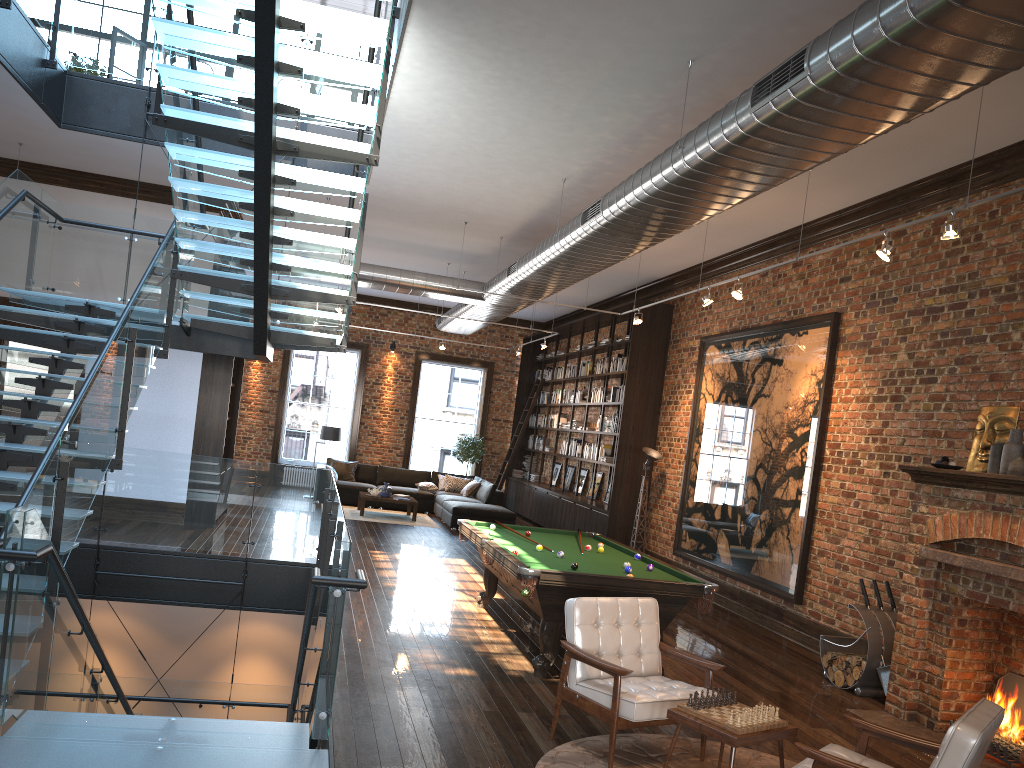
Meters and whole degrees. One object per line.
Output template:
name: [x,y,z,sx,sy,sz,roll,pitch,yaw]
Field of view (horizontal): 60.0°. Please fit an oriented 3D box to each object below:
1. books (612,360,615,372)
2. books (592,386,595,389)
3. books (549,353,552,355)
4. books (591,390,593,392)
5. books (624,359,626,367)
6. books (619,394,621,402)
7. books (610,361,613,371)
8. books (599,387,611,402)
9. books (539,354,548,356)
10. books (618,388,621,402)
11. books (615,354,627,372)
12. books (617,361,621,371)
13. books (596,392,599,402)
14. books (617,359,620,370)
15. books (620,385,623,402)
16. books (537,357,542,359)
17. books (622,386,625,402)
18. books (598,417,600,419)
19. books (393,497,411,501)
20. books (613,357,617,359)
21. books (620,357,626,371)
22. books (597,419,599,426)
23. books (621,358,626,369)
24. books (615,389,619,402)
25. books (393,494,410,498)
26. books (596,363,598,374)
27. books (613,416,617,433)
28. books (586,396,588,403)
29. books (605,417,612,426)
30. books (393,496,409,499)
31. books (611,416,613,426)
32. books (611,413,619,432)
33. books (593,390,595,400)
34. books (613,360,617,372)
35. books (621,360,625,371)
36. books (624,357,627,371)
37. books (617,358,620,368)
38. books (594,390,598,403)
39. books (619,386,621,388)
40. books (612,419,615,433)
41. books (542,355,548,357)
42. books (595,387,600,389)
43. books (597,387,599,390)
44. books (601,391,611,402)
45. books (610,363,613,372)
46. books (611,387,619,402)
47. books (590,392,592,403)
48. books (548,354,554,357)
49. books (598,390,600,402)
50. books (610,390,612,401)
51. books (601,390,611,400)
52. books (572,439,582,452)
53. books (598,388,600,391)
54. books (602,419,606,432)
books: [1.811,-0.287,15.177,0.185,0.242,0.030,7,2,-13]
books: [1.521,0.211,16.326,0.143,0.324,0.115,7,1,-13]
books: [0.946,-0.648,19.417,0.192,0.010,0.372,8,-3,-10]
books: [1.503,0.247,16.264,0.186,0.244,0.079,7,1,-13]
books: [1.935,-0.292,14.619,0.183,0.221,0.010,7,2,-13]
books: [1.869,0.214,14.657,0.166,0.218,0.036,7,1,-13]
books: [1.788,-0.271,15.308,0.172,0.219,0.027,7,2,-13]
books: [1.638,0.209,15.692,0.183,0.286,0.034,7,2,-13]
books: [0.747,-0.655,20.339,0.191,0.017,0.299,8,-3,-14]
books: [1.854,0.203,14.695,0.189,0.240,0.016,7,2,-13]
books: [1.853,-0.336,15.008,0.181,0.333,0.016,7,2,-13]
books: [1.871,-0.275,14.891,0.190,0.202,0.027,7,1,-13]
books: [1.598,0.252,15.848,0.181,0.209,0.024,7,2,-13]
books: [1.867,-0.290,14.941,0.172,0.237,0.025,7,2,-13]
books: [1.881,0.173,14.599,0.181,0.295,0.025,7,2,-13]
books: [0.720,-0.579,20.338,0.214,0.014,0.356,8,-3,-16]
books: [1.880,0.168,14.244,0.189,0.264,0.030,7,2,-13]
books: [1.599,0.722,15.687,0.174,0.265,0.026,7,2,-13]
books: [-1.984,2.075,15.988,0.263,0.024,0.204,9,-4,-35]
books: [1.805,-0.308,15.279,0.150,0.295,0.032,7,2,-13]
books: [1.906,-0.311,14.876,0.153,0.279,0.013,7,2,-13]
books: [1.598,0.742,15.649,0.187,0.219,0.016,7,2,-13]
books: [1.901,-0.299,14.819,0.165,0.258,0.099,7,1,-13]
books: [1.829,0.210,14.792,0.187,0.230,0.035,7,1,-13]
books: [-2.035,2.060,16.323,0.204,0.028,0.263,6,-3,20]
books: [1.618,-0.261,16.075,0.173,0.244,0.011,7,2,-13]
books: [1.792,0.686,14.798,0.167,0.282,0.072,7,1,-13]
books: [1.482,0.240,16.356,0.191,0.260,0.093,7,1,-13]
books: [1.685,0.712,15.353,0.138,0.268,0.034,7,2,-13]
books: [-2.042,2.086,16.330,0.204,0.024,0.263,6,-3,22]
books: [1.759,0.679,14.900,0.184,0.301,0.013,7,2,-13]
books: [1.763,0.659,14.887,0.180,0.340,0.013,7,2,-13]
books: [1.567,0.224,16.091,0.173,0.284,0.013,7,2,-13]
books: [1.825,-0.281,15.151,0.169,0.231,0.028,7,2,-13]
books: [1.915,-0.291,14.696,0.169,0.232,0.146,7,0,-13]
books: [1.947,-0.308,14.597,0.189,0.252,0.018,7,2,-13]
books: [1.863,-0.303,14.961,0.168,0.262,0.016,7,2,-13]
books: [1.577,0.241,15.992,0.160,0.242,0.031,7,2,-13]
books: [1.855,0.188,14.838,0.160,0.286,0.014,7,2,-13]
books: [1.770,0.710,14.866,0.179,0.237,0.036,7,1,-13]
books: [0.762,-0.634,20.344,0.161,0.021,0.294,8,-3,-11]
books: [1.566,0.211,16.075,0.152,0.307,0.016,7,2,-13]
books: [1.588,0.217,16.036,0.138,0.296,0.024,7,2,-13]
books: [1.668,0.245,15.591,0.182,0.219,0.050,7,1,-13]
books: [1.789,-0.256,15.232,0.190,0.183,0.025,7,1,-13]
books: [1.788,0.191,14.860,0.246,0.266,0.037,7,1,-13]
books: [1.508,0.262,16.234,0.224,0.209,0.064,7,1,-13]
books: [0.919,-0.607,19.413,0.230,0.034,0.273,8,-3,-9]
books: [1.629,0.236,15.759,0.186,0.238,0.035,7,1,-13]
books: [1.768,0.213,15.187,0.161,0.254,0.014,7,2,-13]
books: [1.654,0.236,15.617,0.171,0.238,0.057,7,1,-13]
books: [1.255,1.222,16.994,0.183,0.336,0.015,7,2,-13]
books: [1.614,0.220,15.925,0.155,0.285,0.015,7,2,-13]
books: [1.646,0.732,15.380,0.184,0.222,0.033,7,1,-13]
